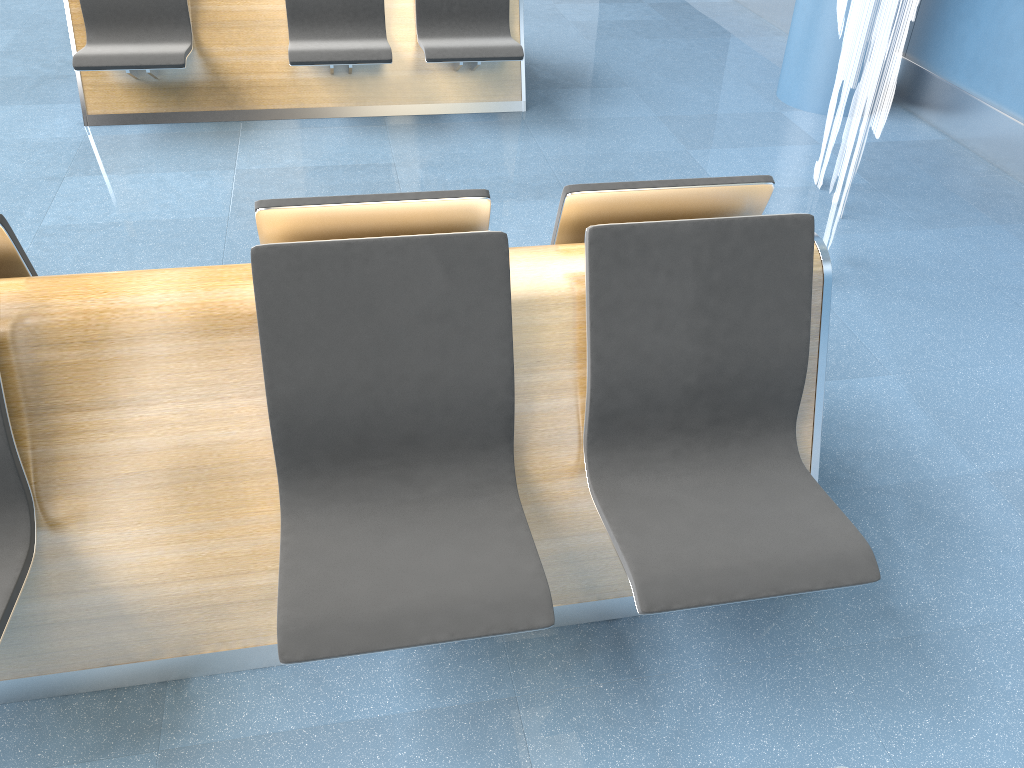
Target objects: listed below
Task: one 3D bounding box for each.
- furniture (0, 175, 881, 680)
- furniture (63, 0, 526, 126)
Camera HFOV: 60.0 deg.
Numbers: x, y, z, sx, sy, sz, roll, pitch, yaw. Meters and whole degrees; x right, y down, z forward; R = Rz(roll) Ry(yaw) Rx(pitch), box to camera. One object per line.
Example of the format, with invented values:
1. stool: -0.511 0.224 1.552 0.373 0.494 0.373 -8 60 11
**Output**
1. furniture: -0.437 0.036 2.010 2.281 0.896 1.301 -5 37 -10
2. furniture: -1.096 -1.975 4.698 2.281 0.896 1.301 -5 37 -10
